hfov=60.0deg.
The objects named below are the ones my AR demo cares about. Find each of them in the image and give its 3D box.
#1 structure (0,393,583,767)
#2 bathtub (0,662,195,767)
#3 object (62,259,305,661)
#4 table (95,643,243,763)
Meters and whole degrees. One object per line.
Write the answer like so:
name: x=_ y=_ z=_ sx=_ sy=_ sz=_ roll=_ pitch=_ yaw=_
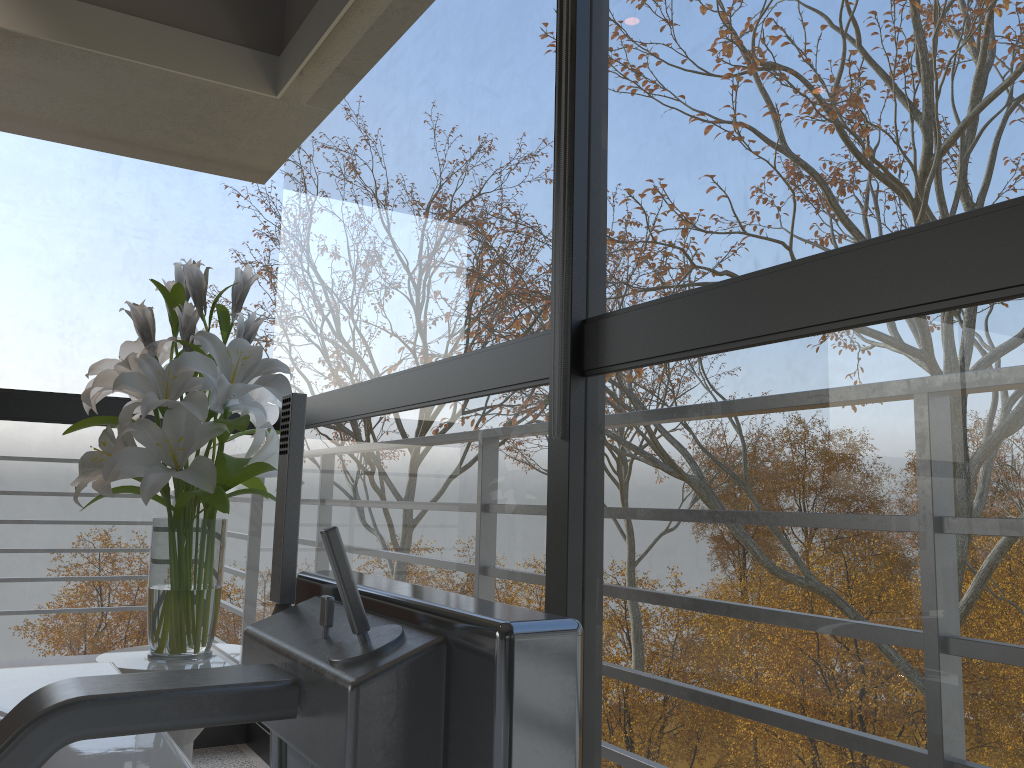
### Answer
structure: x=-0.204 y=0.426 z=0.594 sx=0.330 sy=0.886 sz=0.401 roll=6 pitch=-9 yaw=-30
bathtub: x=-0.751 y=0.560 z=0.300 sx=1.327 sy=0.505 sz=1.956 roll=6 pitch=-9 yaw=-30
object: x=-0.638 y=0.131 z=1.778 sx=0.460 sy=0.797 sz=0.449 roll=2 pitch=-8 yaw=-3
table: x=-0.642 y=0.761 z=1.679 sx=0.307 sy=0.479 sz=0.307 roll=-6 pitch=-11 yaw=43
